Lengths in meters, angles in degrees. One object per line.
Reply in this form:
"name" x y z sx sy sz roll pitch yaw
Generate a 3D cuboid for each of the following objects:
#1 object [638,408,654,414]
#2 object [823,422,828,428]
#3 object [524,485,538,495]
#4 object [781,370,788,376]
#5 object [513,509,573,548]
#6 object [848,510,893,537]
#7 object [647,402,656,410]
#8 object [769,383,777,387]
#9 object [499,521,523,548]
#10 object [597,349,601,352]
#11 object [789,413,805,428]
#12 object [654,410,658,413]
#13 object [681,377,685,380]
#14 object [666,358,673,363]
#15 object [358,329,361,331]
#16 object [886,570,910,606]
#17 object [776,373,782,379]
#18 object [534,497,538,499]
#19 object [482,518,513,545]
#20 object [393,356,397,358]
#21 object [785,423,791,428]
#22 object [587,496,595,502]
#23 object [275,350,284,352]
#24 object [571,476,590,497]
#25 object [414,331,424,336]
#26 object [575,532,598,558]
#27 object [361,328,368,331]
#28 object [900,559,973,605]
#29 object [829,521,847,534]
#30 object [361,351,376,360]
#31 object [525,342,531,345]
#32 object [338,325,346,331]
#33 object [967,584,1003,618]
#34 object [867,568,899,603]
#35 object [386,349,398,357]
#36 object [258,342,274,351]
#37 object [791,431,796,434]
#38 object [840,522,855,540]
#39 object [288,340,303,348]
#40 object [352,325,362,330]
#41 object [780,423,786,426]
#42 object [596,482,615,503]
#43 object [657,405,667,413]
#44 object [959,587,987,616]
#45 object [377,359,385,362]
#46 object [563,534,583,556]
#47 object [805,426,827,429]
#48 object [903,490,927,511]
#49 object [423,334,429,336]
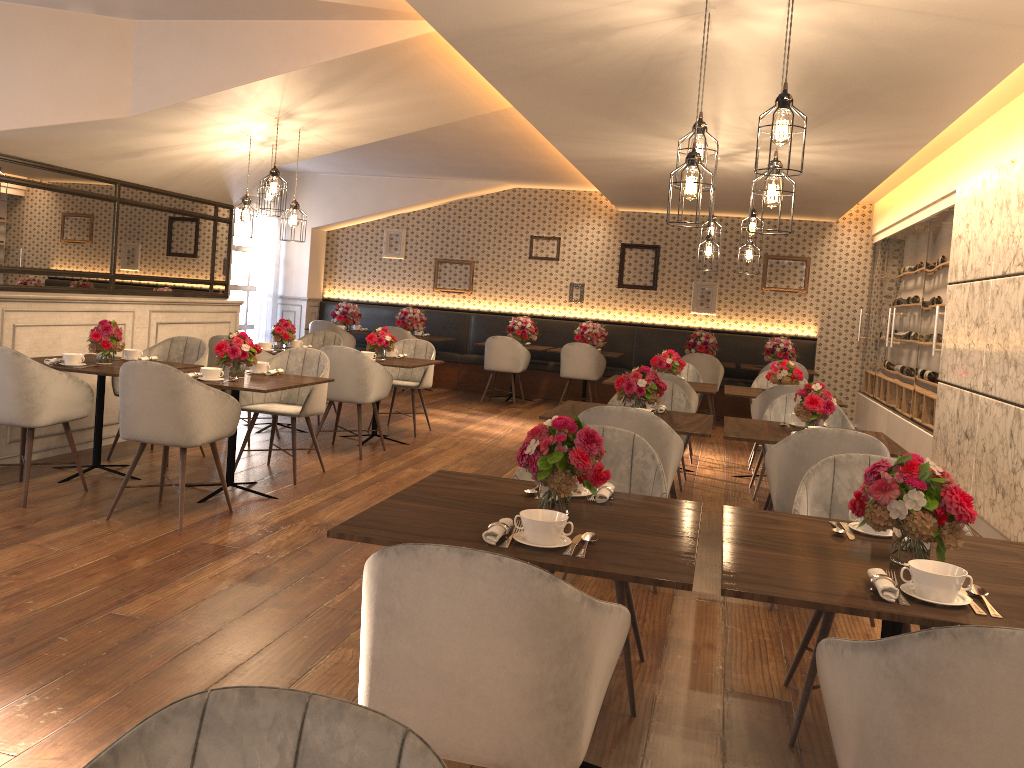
"object" 0.682 0.172 4.737 0.148 0.072 0.149 4 5 -9
"object" 1.789 0.238 5.098 0.056 0.039 0.176 5 5 13
"object" 0.070 0.336 2.844 0.043 0.015 0.198 5 6 9
"object" 2.191 -0.092 7.154 0.048 0.052 0.077 4 4 -7
"object" 0.078 0.366 2.235 0.148 0.072 0.149 1 6 -34
"object" 1.077 0.405 2.622 0.148 0.072 0.149 1 6 -34
"object" 0.790 0.122 5.337 0.148 0.072 0.149 4 5 -9
"object" 2.261 0.023 7.533 0.148 0.072 0.149 4 5 -9
"object" 0.002 0.382 2.264 0.025 0.024 0.193 5 5 13
"object" 1.152 -0.449 11.740 0.056 0.039 0.176 5 5 13
"object" 1.680 0.211 5.123 0.148 0.072 0.149 4 5 -9
"object" 0.863 0.154 5.310 0.025 0.024 0.193 5 5 13
"object" 1.480 -0.037 7.721 0.056 0.039 0.176 5 5 13
"object" 1.303 -0.192 7.399 0.045 0.052 0.077 3 5 -25
"object" -2.129 -0.766 12.517 0.025 0.024 0.193 5 5 13
"object" 0.892 0.470 2.050 0.025 0.024 0.193 5 5 13
"object" 2.169 -0.065 7.173 0.049 0.052 0.077 6 5 23
"object" 0.102 0.346 2.829 0.022 0.004 0.211 6 6 13
"object" -0.034 0.372 2.262 0.056 0.039 0.176 5 5 13
"object" -1.032 -0.249 8.001 0.025 0.024 0.193 5 5 13
"object" 1.596 0.239 5.117 0.022 0.004 0.211 6 6 13
"object" 0.259 0.349 2.808 0.025 0.024 0.193 5 5 13
"object" -2.024 -0.285 7.643 0.043 0.015 0.197 6 6 17
"object" 0.186 0.317 2.835 0.148 0.072 0.149 1 6 -34
"object" -1.303 -0.709 12.328 0.148 0.072 0.149 2 6 -29
"object" 0.190 0.404 2.229 0.043 0.015 0.198 5 6 9
"object" -2.092 -0.771 12.518 0.056 0.039 0.176 5 5 13
"object" 0.969 0.455 2.022 0.148 0.072 0.149 1 6 -34
"object" 0.960 0.424 2.630 0.043 0.015 0.198 5 6 9
"object" -1.213 -0.231 7.428 0.148 0.072 0.149 3 5 -19
"object" 0.211 -0.542 11.966 0.056 0.039 0.176 5 5 13
"object" -2.309 -0.749 11.943 0.148 0.072 0.149 2 6 -29
"object" 1.081 0.493 2.015 0.043 0.015 0.198 5 6 9
"object" 0.857 0.461 2.049 0.056 0.039 0.176 5 5 13
"object" -1.105 -0.281 8.028 0.148 0.072 0.149 3 5 -19
"object" -2.129 -0.322 7.648 0.148 0.072 0.149 3 5 -19
"object" 1.460 0.266 4.550 0.056 0.039 0.176 5 5 13
"object" 0.992 0.434 2.616 0.022 0.004 0.211 6 6 13
"object" -2.021 -0.372 8.248 0.148 0.072 0.149 3 5 -19
"object" -2.202 -0.798 12.543 0.148 0.072 0.149 2 6 -29
"object" 1.571 0.231 5.130 0.043 0.015 0.197 6 6 17
"object" 0.295 0.345 2.809 0.056 0.039 0.176 5 5 13
"object" 0.899 0.150 5.311 0.056 0.039 0.176 5 5 13
"object" 1.048 0.495 2.030 0.022 0.004 0.211 6 6 13
"object" -1.108 -0.194 7.424 0.043 0.015 0.197 6 6 17
"object" 0.157 0.406 2.244 0.022 0.004 0.211 6 6 13
"object" 1.572 0.260 4.523 0.148 0.072 0.149 4 5 -9
"object" 1.007 0.289 2.243 0.048 0.052 0.077 4 4 -7
"object" -1.194 -0.681 12.302 0.056 0.039 0.176 5 5 13
